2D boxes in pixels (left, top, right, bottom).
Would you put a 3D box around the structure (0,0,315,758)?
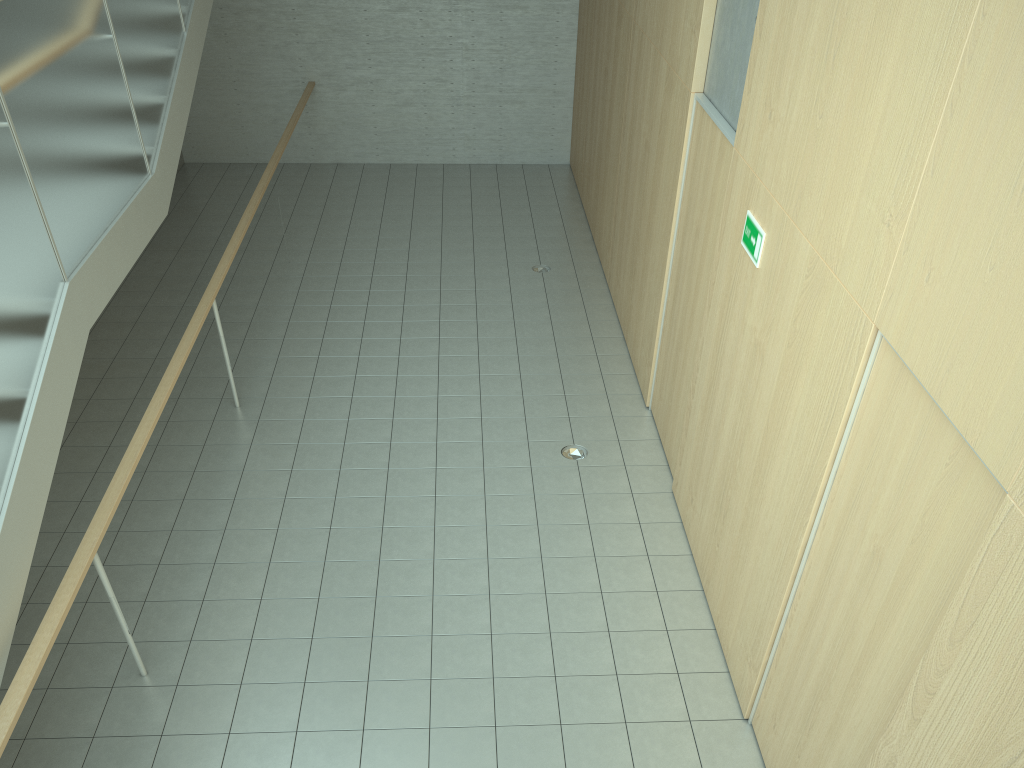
[{"bbox_3d":[-2.890,-1.324,4.662,1.886,4.949,10.803,-1,35,-3],"label":"structure"}]
